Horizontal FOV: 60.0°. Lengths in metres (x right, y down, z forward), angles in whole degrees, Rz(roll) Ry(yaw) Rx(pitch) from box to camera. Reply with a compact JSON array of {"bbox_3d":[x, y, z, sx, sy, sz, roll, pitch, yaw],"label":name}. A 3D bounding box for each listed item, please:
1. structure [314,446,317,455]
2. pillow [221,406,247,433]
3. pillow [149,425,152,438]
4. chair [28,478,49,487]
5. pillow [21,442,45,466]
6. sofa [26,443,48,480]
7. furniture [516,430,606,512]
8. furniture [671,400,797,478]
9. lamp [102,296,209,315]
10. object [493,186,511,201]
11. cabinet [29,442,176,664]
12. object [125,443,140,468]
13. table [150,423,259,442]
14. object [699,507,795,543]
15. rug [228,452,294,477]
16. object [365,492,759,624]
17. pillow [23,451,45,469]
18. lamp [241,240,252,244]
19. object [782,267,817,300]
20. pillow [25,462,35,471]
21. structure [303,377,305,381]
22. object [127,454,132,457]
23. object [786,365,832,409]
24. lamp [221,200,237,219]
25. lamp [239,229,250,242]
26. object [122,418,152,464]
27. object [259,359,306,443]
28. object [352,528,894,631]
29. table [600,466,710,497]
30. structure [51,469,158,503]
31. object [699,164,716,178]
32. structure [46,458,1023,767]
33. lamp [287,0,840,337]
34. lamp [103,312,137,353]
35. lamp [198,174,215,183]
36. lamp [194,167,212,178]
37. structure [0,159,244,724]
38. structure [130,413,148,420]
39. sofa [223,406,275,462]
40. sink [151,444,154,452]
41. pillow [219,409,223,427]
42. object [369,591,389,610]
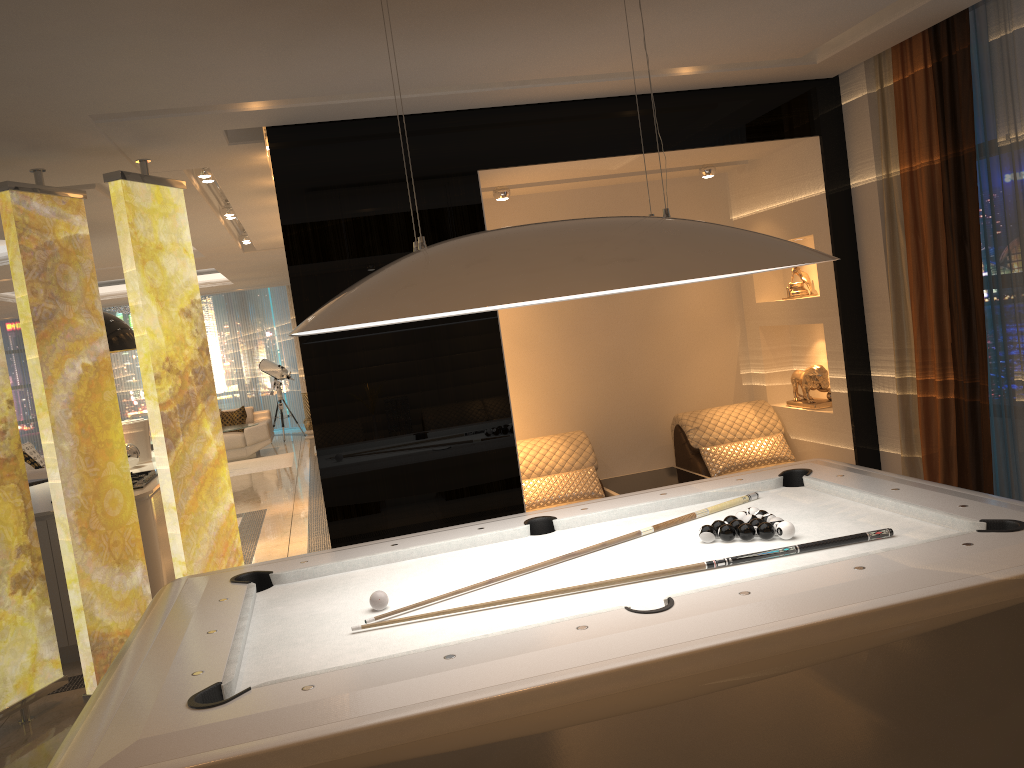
[{"bbox_3d":[-1.357,0.647,7.537,0.595,0.597,0.609,-9,4,-12],"label":"structure"},{"bbox_3d":[-4.391,0.578,13.906,0.575,0.436,0.301,-6,4,19],"label":"pillow"},{"bbox_3d":[-5.486,0.750,13.737,0.463,0.380,0.222,-8,4,-8],"label":"pillow"},{"bbox_3d":[-3.954,1.190,7.425,0.380,0.789,0.380,-6,4,20],"label":"chair"},{"bbox_3d":[-6.740,0.999,12.482,0.255,0.399,0.526,-9,4,-12],"label":"pillow"},{"bbox_3d":[-6.537,1.220,12.131,1.145,0.754,2.328,-9,4,-12],"label":"sofa"},{"bbox_3d":[0.296,0.754,5.179,0.660,0.810,1.107,-9,4,-12],"label":"furniture"},{"bbox_3d":[1.519,0.565,5.447,0.660,0.810,1.107,-9,4,-12],"label":"furniture"},{"bbox_3d":[-6.433,-1.543,16.019,2.109,0.685,2.109,-5,5,33],"label":"lamp"},{"bbox_3d":[-0.064,-1.150,5.254,0.107,0.127,0.107,-10,5,-31],"label":"object"},{"bbox_3d":[-2.867,1.049,6.626,1.046,0.887,3.752,-9,4,-12],"label":"cabinet"},{"bbox_3d":[-2.769,0.520,6.336,0.211,0.174,0.211,-5,5,35],"label":"object"},{"bbox_3d":[-4.615,1.004,12.484,2.140,0.565,0.999,-9,4,-13],"label":"table"},{"bbox_3d":[0.786,0.461,2.847,0.299,0.057,0.265,-11,5,-37],"label":"object"},{"bbox_3d":[-4.548,1.292,12.502,2.900,0.020,1.661,-9,4,-12],"label":"rug"},{"bbox_3d":[0.256,0.544,2.918,1.605,0.026,0.028,-11,5,-32],"label":"object"},{"bbox_3d":[-6.596,1.026,12.046,0.323,0.355,0.524,-9,4,-12],"label":"pillow"},{"bbox_3d":[-2.639,-1.453,8.801,0.107,0.127,0.107,-10,5,-23],"label":"lamp"},{"bbox_3d":[1.771,-0.651,5.498,0.162,0.236,0.142,-9,4,-12],"label":"object"},{"bbox_3d":[-6.481,1.077,11.605,0.351,0.329,0.521,-9,4,-12],"label":"pillow"},{"bbox_3d":[-1.441,0.045,7.493,0.595,0.597,0.609,-9,4,-12],"label":"structure"},{"bbox_3d":[-2.522,0.535,5.502,0.266,0.147,0.253,-5,5,31],"label":"object"},{"bbox_3d":[1.877,0.005,5.546,0.180,0.264,0.364,-9,4,-12],"label":"object"},{"bbox_3d":[-2.232,-1.376,6.998,0.107,0.127,0.270,-9,4,-12],"label":"lamp"},{"bbox_3d":[-2.603,-1.446,8.641,0.107,0.127,0.107,-10,5,-23],"label":"lamp"},{"bbox_3d":[-2.853,0.431,6.643,0.288,0.330,0.288,-8,4,5],"label":"object"},{"bbox_3d":[-4.032,0.268,15.399,0.616,1.471,0.570,-8,4,-6],"label":"object"},{"bbox_3d":[0.346,0.559,2.547,1.605,0.026,0.028,-8,4,-7],"label":"object"},{"bbox_3d":[0.926,0.834,5.364,0.608,0.457,1.143,-9,4,-12],"label":"table"},{"bbox_3d":[-2.485,0.617,5.513,0.502,0.026,0.811,-9,4,-12],"label":"structure"},{"bbox_3d":[1.215,-1.348,5.523,0.107,0.127,0.107,-10,5,-31],"label":"object"},{"bbox_3d":[0.279,0.928,2.797,2.912,0.812,1.659,-9,4,-12],"label":"structure"},{"bbox_3d":[0.053,-0.744,2.657,1.578,0.995,0.939,-9,4,-12],"label":"lamp"},{"bbox_3d":[-3.155,-0.655,6.458,0.710,0.898,0.710,-8,4,-2],"label":"lamp"},{"bbox_3d":[-1.895,-1.313,5.503,0.107,0.127,0.107,-10,5,-31],"label":"lamp"},{"bbox_3d":[-1.860,-1.306,5.343,0.107,0.127,0.107,-9,4,-16],"label":"lamp"},{"bbox_3d":[-2.483,0.336,4.119,2.180,2.555,0.448,-9,4,-12],"label":"structure"},{"bbox_3d":[-3.219,0.411,7.723,0.177,0.310,0.089,-9,4,-12],"label":"structure"},{"bbox_3d":[-4.931,0.873,13.810,2.328,0.754,1.145,-9,4,-12],"label":"sofa"},{"bbox_3d":[-2.980,0.605,7.758,0.485,0.152,0.738,-9,4,-12],"label":"sink"},{"bbox_3d":[-4.785,0.638,13.845,0.575,0.436,0.301,-8,4,-6],"label":"pillow"},{"bbox_3d":[-0.394,0.641,2.628,0.057,0.057,0.057,-12,6,-42],"label":"object"}]
